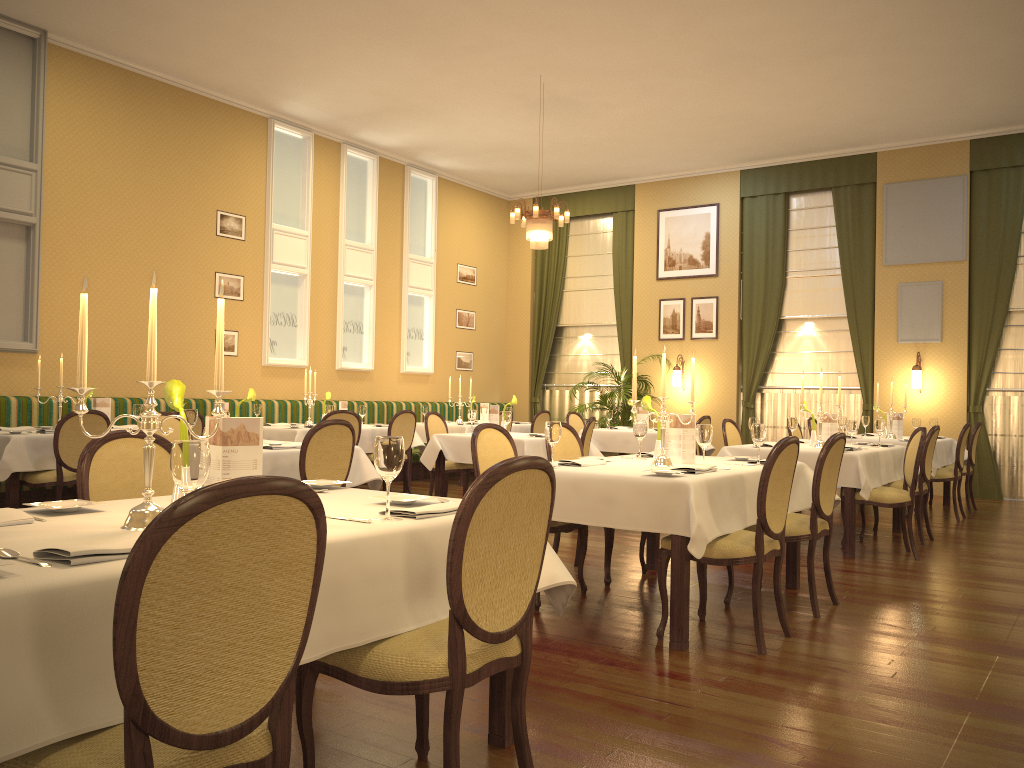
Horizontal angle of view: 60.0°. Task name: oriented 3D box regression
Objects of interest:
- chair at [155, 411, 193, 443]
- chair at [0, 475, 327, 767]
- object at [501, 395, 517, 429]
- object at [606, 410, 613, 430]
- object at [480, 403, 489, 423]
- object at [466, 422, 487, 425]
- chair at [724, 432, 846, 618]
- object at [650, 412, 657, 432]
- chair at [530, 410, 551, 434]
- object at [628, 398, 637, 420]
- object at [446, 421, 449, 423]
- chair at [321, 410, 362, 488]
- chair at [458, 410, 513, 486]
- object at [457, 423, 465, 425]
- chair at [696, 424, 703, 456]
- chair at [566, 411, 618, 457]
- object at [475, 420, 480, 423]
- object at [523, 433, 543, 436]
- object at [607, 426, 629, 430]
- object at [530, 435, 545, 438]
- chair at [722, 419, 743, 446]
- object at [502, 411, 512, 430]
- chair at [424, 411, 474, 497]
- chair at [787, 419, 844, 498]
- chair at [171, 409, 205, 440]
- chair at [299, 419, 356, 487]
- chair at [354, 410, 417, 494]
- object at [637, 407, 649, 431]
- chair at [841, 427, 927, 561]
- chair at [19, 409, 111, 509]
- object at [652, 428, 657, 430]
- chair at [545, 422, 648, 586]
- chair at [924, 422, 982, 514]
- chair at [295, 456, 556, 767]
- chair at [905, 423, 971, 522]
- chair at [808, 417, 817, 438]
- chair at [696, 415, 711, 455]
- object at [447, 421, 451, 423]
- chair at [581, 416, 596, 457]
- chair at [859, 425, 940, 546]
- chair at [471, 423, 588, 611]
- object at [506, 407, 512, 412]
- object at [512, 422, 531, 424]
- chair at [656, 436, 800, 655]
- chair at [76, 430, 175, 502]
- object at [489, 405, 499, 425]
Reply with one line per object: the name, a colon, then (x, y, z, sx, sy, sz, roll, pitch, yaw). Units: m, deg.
chair: (-2.281, 0.676, 6.172, 0.571, 0.955, 0.530, 1, -1, 35)
chair: (-0.679, 0.634, 1.666, 0.571, 0.955, 0.530, 1, -1, 35)
object: (-0.038, 0.290, 8.297, 0.163, 0.375, 0.076, 1, -1, 11)
object: (1.154, 0.425, 10.516, 0.088, 0.229, 0.088, 1, -1, -8)
object: (-0.395, 0.394, 11.924, 0.081, 0.277, 0.166, 2, -1, -39)
object: (-0.455, 0.506, 11.323, 0.142, 0.033, 0.273, 1, -1, 35)
chair: (1.508, 0.732, 4.847, 0.571, 0.955, 0.530, 1, -1, 35)
object: (1.604, 0.426, 10.049, 0.088, 0.229, 0.088, 1, -1, -8)
chair: (0.195, 0.821, 11.813, 0.571, 0.955, 0.530, 1, -1, 35)
object: (1.447, 0.359, 10.544, 0.076, 0.375, 0.163, 2, -1, -34)
object: (-0.969, 0.500, 11.635, 0.142, 0.033, 0.273, 1, -1, 35)
chair: (-1.817, 0.731, 8.935, 0.530, 0.955, 0.571, 2, -1, -30)
chair: (-0.310, 0.799, 11.138, 0.571, 0.955, 0.530, 1, -1, 35)
object: (-0.641, 0.500, 11.062, 0.160, 0.024, 0.160, 1, -1, 35)
chair: (1.774, 0.781, 7.443, 0.571, 0.955, 0.530, 1, -1, 10)
chair: (0.970, 0.822, 10.900, 0.571, 0.955, 0.530, 1, -1, 35)
object: (-0.450, 0.525, 12.455, 0.142, 0.033, 0.273, 1, -1, 35)
object: (0.196, 0.470, 8.223, 0.160, 0.024, 0.160, 1, -1, 35)
object: (1.277, 0.531, 10.677, 0.142, 0.033, 0.273, 1, -1, 35)
object: (0.292, 0.470, 8.029, 0.142, 0.024, 0.273, 1, -1, 35)
chair: (2.208, 0.800, 8.057, 0.571, 0.955, 0.530, 1, -1, 35)
object: (-0.049, 0.357, 7.926, 0.088, 0.229, 0.088, 1, -1, -13)
chair: (-0.556, 0.753, 8.686, 0.571, 0.955, 0.530, 1, -1, 25)
chair: (3.285, 0.849, 9.622, 0.571, 0.955, 0.530, 1, -1, 35)
chair: (-2.895, 0.683, 7.375, 0.571, 0.955, 0.530, 1, -1, 35)
chair: (-1.287, 0.684, 5.426, 0.571, 0.955, 0.530, 1, -1, 35)
chair: (-1.360, 0.752, 9.608, 0.571, 0.955, 0.530, 1, -1, 35)
object: (1.500, 0.407, 10.329, 0.166, 0.277, 0.081, 0, -1, 41)
chair: (2.752, 0.787, 6.577, 0.571, 0.955, 0.530, 1, -1, 15)
chair: (-3.370, 0.662, 6.688, 0.571, 0.955, 0.530, 1, -1, 35)
object: (1.734, 0.543, 10.672, 0.160, 0.024, 0.160, 1, -1, 35)
chair: (0.514, 0.724, 5.593, 0.571, 0.955, 0.530, 1, -1, 35)
chair: (4.716, 0.877, 9.512, 0.571, 0.955, 0.530, 1, -1, 35)
chair: (-0.202, 0.655, 2.360, 0.571, 0.955, 0.530, 1, -1, 35)
chair: (4.239, 0.855, 8.819, 0.571, 0.955, 0.530, 1, -1, 35)
chair: (3.722, 0.869, 10.259, 0.571, 0.955, 0.530, 1, -1, 35)
chair: (1.964, 0.830, 10.154, 0.571, 0.955, 0.530, 1, -1, 35)
object: (-0.869, 0.510, 11.933, 0.160, 0.024, 0.160, 1, -1, 35)
chair: (0.454, 0.762, 7.955, 0.571, 0.955, 0.530, 1, -1, 15)
chair: (3.202, 0.809, 7.310, 0.571, 0.955, 0.530, 1, -1, 35)
chair: (0.077, 0.704, 4.957, 0.571, 0.955, 0.530, 1, -1, 35)
object: (-0.041, 0.422, 11.843, 0.088, 0.229, 0.088, 1, -1, -8)
object: (0.125, 0.534, 12.076, 0.142, 0.024, 0.273, 1, -1, 35)
chair: (1.031, 0.711, 4.153, 0.571, 0.955, 0.530, 1, -1, 35)
chair: (-1.196, 0.647, 3.106, 0.571, 0.955, 0.530, 1, -1, 35)
object: (-0.172, 0.338, 8.255, 0.081, 0.277, 0.166, 1, -1, -9)
